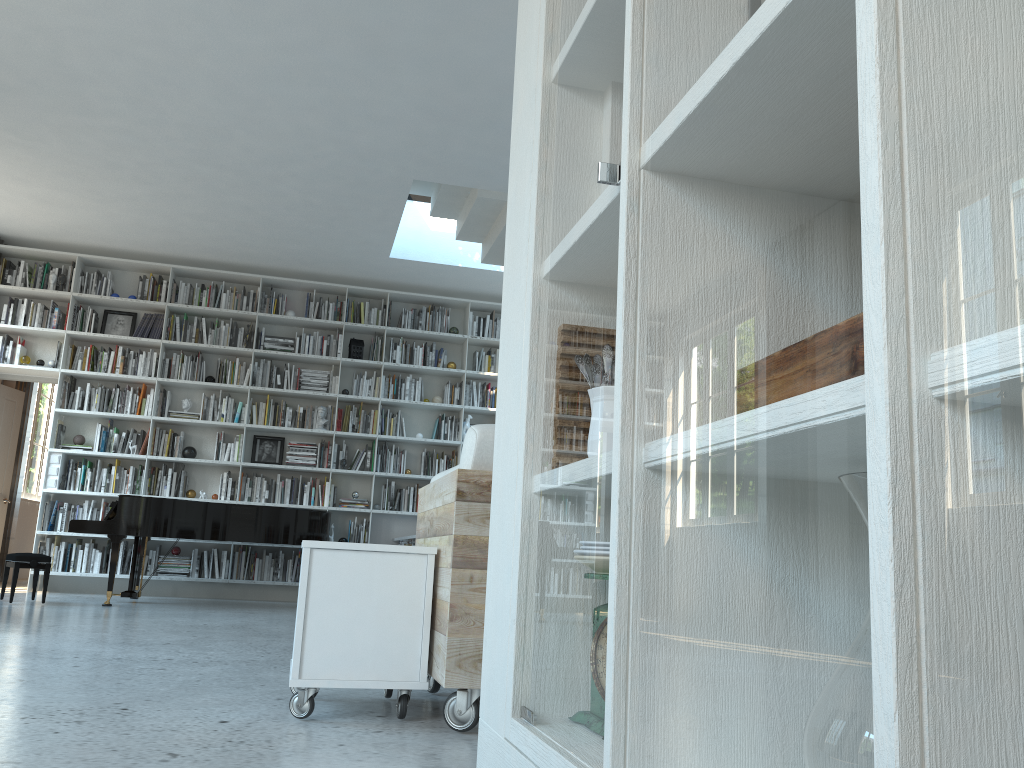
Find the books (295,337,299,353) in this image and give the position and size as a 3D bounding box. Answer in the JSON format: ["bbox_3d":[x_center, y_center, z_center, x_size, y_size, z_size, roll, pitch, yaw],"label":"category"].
[{"bbox_3d":[-2.154,-0.355,8.892,0.025,0.187,0.193,5,-11,-13],"label":"books"}]

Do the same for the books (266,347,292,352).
[{"bbox_3d":[-2.328,-0.332,8.856,0.254,0.012,0.161,6,-12,-16],"label":"books"}]

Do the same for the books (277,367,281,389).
[{"bbox_3d":[-2.312,-0.034,8.797,0.066,0.236,0.154,5,-11,-13],"label":"books"}]

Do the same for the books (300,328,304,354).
[{"bbox_3d":[-2.108,-0.401,8.899,0.011,0.283,0.190,5,-11,-13],"label":"books"}]

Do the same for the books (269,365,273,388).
[{"bbox_3d":[-2.389,-0.047,8.789,0.011,0.251,0.153,5,-11,-13],"label":"books"}]

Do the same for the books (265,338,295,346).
[{"bbox_3d":[-2.323,-0.420,8.876,0.285,0.024,0.160,5,-12,-11],"label":"books"}]

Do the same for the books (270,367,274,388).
[{"bbox_3d":[-2.378,-0.037,8.791,0.014,0.232,0.147,5,-11,-13],"label":"books"}]

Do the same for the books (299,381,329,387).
[{"bbox_3d":[-1.983,0.004,8.885,0.285,0.012,0.160,5,-12,-12],"label":"books"}]

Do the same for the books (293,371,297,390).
[{"bbox_3d":[-2.167,-0.008,8.838,0.024,0.216,0.132,5,-11,-13],"label":"books"}]

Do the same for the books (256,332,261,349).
[{"bbox_3d":[-2.514,-0.398,8.809,0.027,0.201,0.168,5,-11,-13],"label":"books"}]

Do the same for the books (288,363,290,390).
[{"bbox_3d":[-2.221,-0.050,8.831,0.049,0.290,0.162,5,-11,-13],"label":"books"}]

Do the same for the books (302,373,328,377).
[{"bbox_3d":[-1.978,-0.082,8.899,0.254,0.012,0.161,5,-12,-11],"label":"books"}]

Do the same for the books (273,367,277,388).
[{"bbox_3d":[-2.351,-0.038,8.794,0.011,0.239,0.148,5,-11,-13],"label":"books"}]

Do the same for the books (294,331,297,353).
[{"bbox_3d":[-2.172,-0.389,8.898,0.012,0.253,0.161,5,-11,-13],"label":"books"}]

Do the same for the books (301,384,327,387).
[{"bbox_3d":[-1.983,0.027,8.878,0.254,0.012,0.161,5,-12,-11],"label":"books"}]

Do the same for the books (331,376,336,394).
[{"bbox_3d":[-1.798,0.037,8.920,0.030,0.198,0.172,5,-11,-13],"label":"books"}]

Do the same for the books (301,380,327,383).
[{"bbox_3d":[-1.982,-0.008,8.887,0.254,0.012,0.161,5,-12,-12],"label":"books"}]

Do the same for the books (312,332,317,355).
[{"bbox_3d":[-2.001,-0.378,8.958,0.029,0.273,0.140,5,-11,-13],"label":"books"}]

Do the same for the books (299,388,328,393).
[{"bbox_3d":[-1.986,0.075,8.871,0.285,0.012,0.160,5,-12,-12],"label":"books"}]

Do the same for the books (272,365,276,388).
[{"bbox_3d":[-2.363,-0.045,8.792,0.014,0.249,0.173,5,-11,-13],"label":"books"}]

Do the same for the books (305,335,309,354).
[{"bbox_3d":[-2.064,-0.360,8.916,0.027,0.216,0.190,5,-11,-13],"label":"books"}]

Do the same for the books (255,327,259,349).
[{"bbox_3d":[-2.537,-0.422,8.828,0.012,0.253,0.161,5,-11,-13],"label":"books"}]

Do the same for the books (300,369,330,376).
[{"bbox_3d":[-1.976,-0.117,8.905,0.285,0.012,0.160,5,-12,-11],"label":"books"}]

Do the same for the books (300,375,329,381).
[{"bbox_3d":[-1.980,-0.056,8.896,0.285,0.012,0.160,6,-12,-14],"label":"books"}]

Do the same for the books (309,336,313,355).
[{"bbox_3d":[-2.026,-0.357,8.928,0.028,0.218,0.184,5,-11,-13],"label":"books"}]

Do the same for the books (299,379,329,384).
[{"bbox_3d":[-1.981,-0.021,8.885,0.285,0.012,0.160,5,-12,-10],"label":"books"}]

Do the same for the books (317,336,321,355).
[{"bbox_3d":[-1.948,-0.354,8.936,0.023,0.222,0.191,5,-11,-13],"label":"books"}]

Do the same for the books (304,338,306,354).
[{"bbox_3d":[-2.085,-0.354,8.925,0.011,0.203,0.133,5,-11,-13],"label":"books"}]

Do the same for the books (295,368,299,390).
[{"bbox_3d":[-2.145,-0.021,8.837,0.015,0.244,0.183,5,-11,-13],"label":"books"}]

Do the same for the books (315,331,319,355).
[{"bbox_3d":[-1.971,-0.377,8.944,0.023,0.269,0.185,5,-11,-13],"label":"books"}]

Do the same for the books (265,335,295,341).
[{"bbox_3d":[-2.323,-0.443,8.885,0.285,0.024,0.160,6,-12,-13],"label":"books"}]

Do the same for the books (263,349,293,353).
[{"bbox_3d":[-2.329,-0.308,8.851,0.285,0.012,0.160,5,-12,-10],"label":"books"}]

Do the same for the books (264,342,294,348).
[{"bbox_3d":[-2.324,-0.373,8.860,0.285,0.024,0.160,5,-12,-8],"label":"books"}]

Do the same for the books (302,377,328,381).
[{"bbox_3d":[-1.980,-0.033,8.887,0.254,0.012,0.161,6,-12,-16],"label":"books"}]

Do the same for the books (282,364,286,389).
[{"bbox_3d":[-2.271,-0.051,8.823,0.022,0.285,0.131,5,-11,-13],"label":"books"}]

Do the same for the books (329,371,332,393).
[{"bbox_3d":[-1.826,0.004,8.905,0.012,0.253,0.161,5,-11,-13],"label":"books"}]

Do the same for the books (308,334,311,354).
[{"bbox_3d":[-2.047,-0.370,8.935,0.012,0.244,0.131,5,-11,-13],"label":"books"}]

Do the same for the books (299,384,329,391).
[{"bbox_3d":[-1.983,0.038,8.873,0.285,0.012,0.160,6,-12,-16],"label":"books"}]

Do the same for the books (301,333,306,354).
[{"bbox_3d":[-2.097,-0.374,8.913,0.021,0.237,0.172,5,-11,-13],"label":"books"}]

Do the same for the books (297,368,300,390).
[{"bbox_3d":[-2.128,-0.023,8.828,0.013,0.246,0.177,5,-11,-13],"label":"books"}]

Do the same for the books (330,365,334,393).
[{"bbox_3d":[-1.816,-0.023,8.929,0.012,0.318,0.140,5,-11,-13],"label":"books"}]

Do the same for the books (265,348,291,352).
[{"bbox_3d":[-2.328,-0.321,8.850,0.254,0.012,0.161,5,-12,-8],"label":"books"}]

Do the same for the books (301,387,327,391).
[{"bbox_3d":[-1.986,0.063,8.875,0.254,0.012,0.161,6,-12,-13],"label":"books"}]

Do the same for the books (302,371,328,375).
[{"bbox_3d":[-1.979,-0.093,8.905,0.254,0.012,0.161,6,-12,-13],"label":"books"}]

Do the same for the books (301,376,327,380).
[{"bbox_3d":[-1.980,-0.044,8.891,0.254,0.012,0.161,5,-12,-11],"label":"books"}]

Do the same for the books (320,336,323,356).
[{"bbox_3d":[-1.924,-0.353,8.955,0.010,0.230,0.152,5,-11,-13],"label":"books"}]

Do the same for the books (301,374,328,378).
[{"bbox_3d":[-1.977,-0.069,8.890,0.254,0.012,0.161,5,-12,-8],"label":"books"}]

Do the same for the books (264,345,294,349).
[{"bbox_3d":[-2.328,-0.355,8.863,0.285,0.012,0.160,6,-12,-15],"label":"books"}]

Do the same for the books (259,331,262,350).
[{"bbox_3d":[-2.498,-0.402,8.827,0.013,0.218,0.141,5,-11,-13],"label":"books"}]

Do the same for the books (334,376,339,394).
[{"bbox_3d":[-1.771,0.037,8.932,0.030,0.205,0.158,5,-11,-13],"label":"books"}]

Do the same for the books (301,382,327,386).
[{"bbox_3d":[-1.983,0.015,8.880,0.254,0.012,0.161,6,-12,-15],"label":"books"}]

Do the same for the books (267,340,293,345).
[{"bbox_3d":[-2.323,-0.397,8.867,0.254,0.025,0.161,6,-12,-17],"label":"books"}]

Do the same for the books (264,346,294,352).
[{"bbox_3d":[-2.328,-0.344,8.858,0.285,0.012,0.160,6,-12,-16],"label":"books"}]

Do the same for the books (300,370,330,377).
[{"bbox_3d":[-1.975,-0.107,8.896,0.285,0.012,0.160,7,-12,-18],"label":"books"}]

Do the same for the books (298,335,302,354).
[{"bbox_3d":[-2.136,-0.365,8.928,0.024,0.223,0.129,5,-11,-13],"label":"books"}]

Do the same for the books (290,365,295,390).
[{"bbox_3d":[-2.184,-0.038,8.823,0.021,0.268,0.192,5,-11,-13],"label":"books"}]

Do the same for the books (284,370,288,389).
[{"bbox_3d":[-2.249,-0.017,8.816,0.024,0.216,0.148,5,-11,-13],"label":"books"}]

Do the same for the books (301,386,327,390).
[{"bbox_3d":[-1.985,0.051,8.875,0.254,0.012,0.161,6,-12,-14],"label":"books"}]
